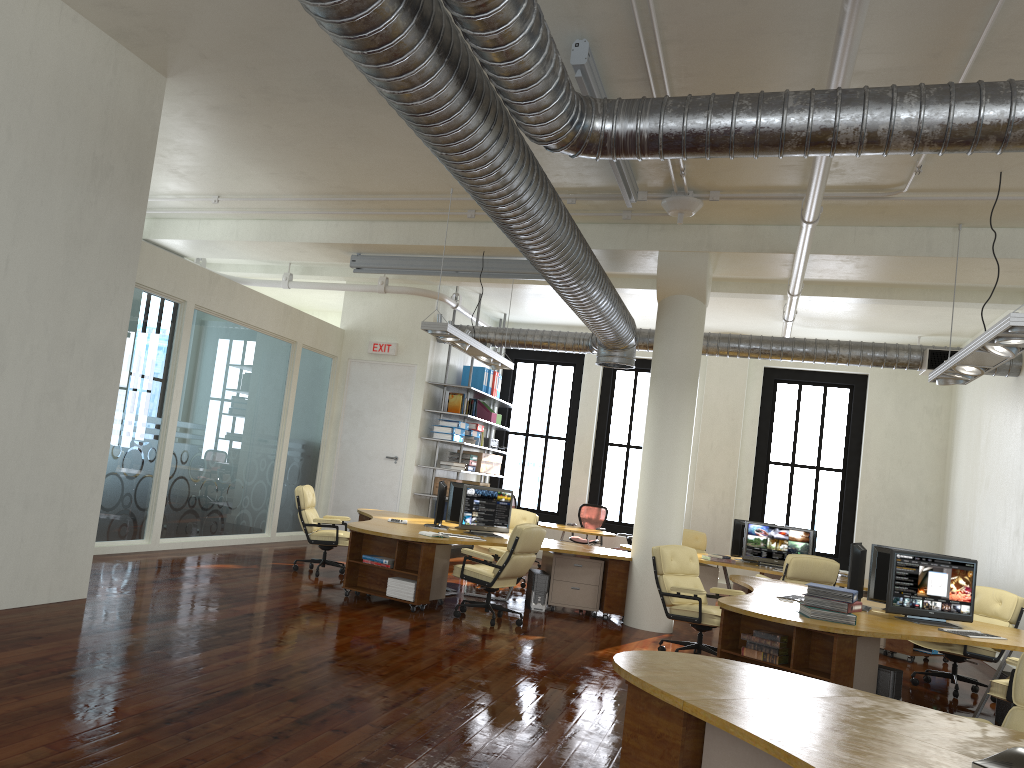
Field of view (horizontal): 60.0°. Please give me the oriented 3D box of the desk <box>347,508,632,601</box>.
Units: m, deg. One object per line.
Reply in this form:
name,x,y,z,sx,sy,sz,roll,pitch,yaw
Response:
desk,-0.844,2.111,10.851,3.573,0.732,3.804,11,-7,-31

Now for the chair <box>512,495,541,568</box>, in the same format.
chair,0.173,2.483,15.089,0.822,1.155,0.669,5,-5,24

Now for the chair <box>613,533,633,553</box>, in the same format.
chair,-1.585,2.105,13.753,7.728,1.155,0.968,8,-5,-7

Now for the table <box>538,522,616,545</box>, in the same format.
table,0.907,2.741,14.622,1.340,0.743,1.630,13,-8,-44

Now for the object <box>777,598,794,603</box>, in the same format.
object,2.267,1.795,7.362,0.115,0.015,0.130,7,-6,7

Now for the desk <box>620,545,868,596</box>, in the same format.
desk,3.693,2.853,12.046,4.216,0.732,3.224,5,-6,26

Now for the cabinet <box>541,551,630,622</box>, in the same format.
cabinet,0.836,2.311,10.395,0.892,0.707,0.887,8,-5,-2

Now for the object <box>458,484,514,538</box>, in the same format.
object,-0.290,1.474,10.260,0.734,0.551,0.319,12,-7,-39

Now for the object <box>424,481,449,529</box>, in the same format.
object,-0.874,1.429,10.594,0.297,0.551,0.793,7,-5,1

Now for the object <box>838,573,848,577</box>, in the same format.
object,4.394,2.547,11.844,0.230,0.016,0.475,8,-6,-3

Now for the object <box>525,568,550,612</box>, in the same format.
object,0.291,2.369,10.217,0.181,0.410,0.479,7,-5,-4

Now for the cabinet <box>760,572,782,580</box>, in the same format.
cabinet,4.052,3.012,12.928,0.959,0.707,0.819,5,-6,25

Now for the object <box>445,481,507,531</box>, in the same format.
object,-0.428,1.517,10.849,0.883,0.551,0.265,4,-5,32

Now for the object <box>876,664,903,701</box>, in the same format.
object,2.690,2.340,6.787,0.164,0.410,0.527,11,-6,-41

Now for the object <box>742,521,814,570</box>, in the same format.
object,3.460,2.119,11.562,0.858,0.551,0.274,6,-5,18

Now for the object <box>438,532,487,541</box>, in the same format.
object,-0.533,1.633,9.494,0.459,0.016,0.238,9,-6,-12

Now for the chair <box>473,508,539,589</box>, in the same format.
chair,-0.113,2.181,11.917,0.782,1.019,0.713,4,-6,30

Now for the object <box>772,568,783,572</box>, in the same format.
object,3.497,2.335,10.969,0.519,0.016,0.209,4,-7,31

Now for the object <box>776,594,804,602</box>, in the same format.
object,2.477,1.856,7.699,0.252,0.016,0.432,4,-7,34

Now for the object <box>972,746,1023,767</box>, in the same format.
object,1.717,1.206,2.803,0.549,0.093,0.409,6,-6,16

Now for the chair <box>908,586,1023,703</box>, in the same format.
chair,4.267,2.416,8.438,0.762,1.019,0.737,8,-5,-10

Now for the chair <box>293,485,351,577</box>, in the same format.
chair,-2.244,1.758,10.626,0.802,1.019,0.700,7,-5,5

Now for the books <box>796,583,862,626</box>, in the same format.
books,2.308,1.604,6.501,0.453,0.226,0.419,4,-6,31

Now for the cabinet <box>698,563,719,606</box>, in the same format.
cabinet,2.136,2.629,11.752,0.884,0.707,0.895,8,-5,-5

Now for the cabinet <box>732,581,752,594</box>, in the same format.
cabinet,2.819,2.421,8.855,0.865,0.707,0.914,8,-5,-10

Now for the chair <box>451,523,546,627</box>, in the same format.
chair,-0.161,1.862,8.904,0.852,1.019,0.654,4,-6,30

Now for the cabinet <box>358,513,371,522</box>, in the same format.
cabinet,-1.490,2.139,11.786,0.812,0.707,0.967,11,-6,-32

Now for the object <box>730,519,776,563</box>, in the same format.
object,3.308,2.162,12.176,0.746,0.551,0.314,10,-6,-27

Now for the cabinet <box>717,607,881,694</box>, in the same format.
cabinet,2.182,2.105,6.642,0.807,0.707,0.971,12,-7,-40

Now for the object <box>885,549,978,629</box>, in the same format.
object,3.388,1.651,7.144,0.780,0.551,0.302,8,-5,-11

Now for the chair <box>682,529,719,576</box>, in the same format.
chair,2.638,2.680,13.117,0.711,1.019,0.790,8,-5,-6

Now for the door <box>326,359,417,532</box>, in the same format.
door,-2.305,1.129,14.430,1.331,3.024,0.089,5,-5,24

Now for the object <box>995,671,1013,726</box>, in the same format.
object,4.053,2.559,7.115,0.193,0.410,0.449,6,-5,17

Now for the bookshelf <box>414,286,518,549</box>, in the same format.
bookshelf,-0.665,0.849,15.647,0.701,4.593,3.374,6,-5,16

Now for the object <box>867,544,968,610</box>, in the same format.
object,3.509,1.724,7.683,0.265,0.551,0.883,11,-6,-37

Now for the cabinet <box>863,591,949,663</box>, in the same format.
cabinet,4.502,2.816,10.455,0.808,0.707,0.971,11,-6,-35

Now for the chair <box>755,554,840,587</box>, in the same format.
chair,3.326,2.500,10.476,0.699,1.019,0.803,8,-5,-11

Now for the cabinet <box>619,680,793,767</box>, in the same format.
cabinet,1.063,1.626,3.490,0.809,0.707,0.970,11,-6,-34

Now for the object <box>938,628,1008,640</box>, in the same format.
object,3.490,1.893,6.718,0.439,0.016,0.248,11,-7,-28

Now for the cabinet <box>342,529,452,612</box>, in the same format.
cabinet,-1.152,1.929,9.318,0.963,0.707,0.815,5,-6,28

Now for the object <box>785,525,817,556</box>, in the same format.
object,3.858,2.210,11.911,0.287,0.551,0.821,8,-5,-9

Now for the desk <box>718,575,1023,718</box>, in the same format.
desk,3.095,2.333,7.817,3.809,0.732,3.592,9,-6,-9

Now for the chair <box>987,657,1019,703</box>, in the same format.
chair,3.785,2.110,6.119,0.858,1.019,0.648,2,-7,45

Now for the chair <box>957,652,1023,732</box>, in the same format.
chair,2.222,1.639,3.628,0.719,1.019,0.776,10,-6,-30

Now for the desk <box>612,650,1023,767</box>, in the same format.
desk,2.381,1.654,2.214,3.499,0.732,3.911,8,-6,-4

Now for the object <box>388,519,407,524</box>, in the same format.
object,-1.363,1.632,10.568,0.230,0.016,0.475,8,-6,-3

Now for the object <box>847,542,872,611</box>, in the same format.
object,2.953,1.646,7.665,0.317,0.551,0.739,5,-6,28

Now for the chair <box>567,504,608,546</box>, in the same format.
chair,1.318,2.673,15.424,0.790,1.155,0.695,4,-5,29

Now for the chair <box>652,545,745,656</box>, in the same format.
chair,1.732,2.047,8.206,0.650,1.019,0.856,11,-6,-40
